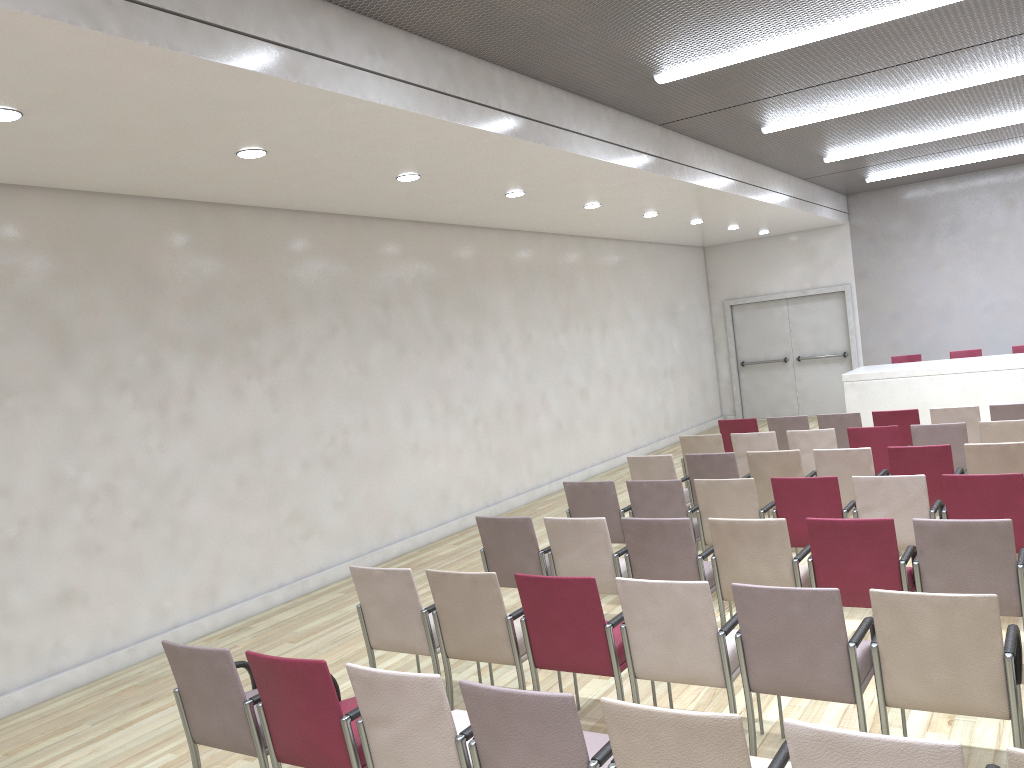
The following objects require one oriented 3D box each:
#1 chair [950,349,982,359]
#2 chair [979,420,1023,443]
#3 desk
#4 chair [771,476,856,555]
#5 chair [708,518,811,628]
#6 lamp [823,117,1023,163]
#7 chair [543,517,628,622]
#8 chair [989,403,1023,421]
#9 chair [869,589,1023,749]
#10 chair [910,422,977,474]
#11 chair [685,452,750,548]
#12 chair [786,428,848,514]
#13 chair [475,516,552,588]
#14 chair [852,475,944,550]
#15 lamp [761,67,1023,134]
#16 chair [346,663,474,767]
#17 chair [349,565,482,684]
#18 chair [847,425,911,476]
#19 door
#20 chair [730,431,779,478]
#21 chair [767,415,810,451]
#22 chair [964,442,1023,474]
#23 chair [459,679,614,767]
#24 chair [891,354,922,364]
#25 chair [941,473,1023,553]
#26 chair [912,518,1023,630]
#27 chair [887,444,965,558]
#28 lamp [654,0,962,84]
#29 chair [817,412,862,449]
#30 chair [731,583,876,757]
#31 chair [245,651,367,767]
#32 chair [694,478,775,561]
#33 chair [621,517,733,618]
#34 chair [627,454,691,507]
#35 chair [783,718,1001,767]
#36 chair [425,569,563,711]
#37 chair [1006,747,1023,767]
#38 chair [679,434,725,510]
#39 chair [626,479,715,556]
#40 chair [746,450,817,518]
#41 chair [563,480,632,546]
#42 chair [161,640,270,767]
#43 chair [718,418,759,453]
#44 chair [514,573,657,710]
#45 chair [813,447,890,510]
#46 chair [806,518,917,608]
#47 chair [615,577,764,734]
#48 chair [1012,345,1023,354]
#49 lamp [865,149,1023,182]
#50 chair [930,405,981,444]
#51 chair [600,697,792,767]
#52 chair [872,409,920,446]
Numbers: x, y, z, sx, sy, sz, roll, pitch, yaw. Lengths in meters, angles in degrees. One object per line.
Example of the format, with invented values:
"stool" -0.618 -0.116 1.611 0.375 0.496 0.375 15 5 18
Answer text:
"chair" 6.971 -0.058 13.600 0.513 0.890 0.640 -5 3 32
"chair" 4.409 0.719 7.775 0.513 0.890 0.640 -5 3 32
"desk" 6.735 0.169 12.462 3.652 1.042 1.456 -5 3 33
"chair" 2.186 1.044 6.298 0.513 0.890 0.640 -5 3 32
"chair" 1.522 1.167 5.247 0.513 0.890 0.640 -5 3 33
"lamp" 5.588 -3.118 11.009 3.304 0.045 0.198 -5 3 33
"chair" 0.596 1.251 5.844 0.513 0.890 0.640 -5 3 33
"chair" 5.056 0.599 8.800 0.513 0.890 0.640 -5 3 33
"chair" 1.797 1.202 3.637 0.513 0.890 0.640 -5 3 32
"chair" 3.949 0.761 8.058 0.513 0.890 0.640 -5 3 33
"chair" 1.907 1.009 7.915 0.513 0.890 0.640 -5 3 32
"chair" 3.026 0.845 8.665 0.513 0.890 0.640 -5 3 32
"chair" 0.147 1.291 6.151 0.513 0.890 0.640 -5 3 33
"chair" 2.636 1.003 5.999 0.513 0.890 0.640 -5 3 33
"lamp" 4.095 -2.842 8.649 3.304 0.045 0.198 -5 3 33
"chair" -0.234 1.448 3.489 0.513 0.890 0.640 -5 3 33
"chair" -0.518 1.413 5.115 0.513 0.890 0.640 -5 3 33
"chair" 3.498 0.802 8.366 0.513 0.890 0.640 -5 3 33
"door" 5.337 -0.537 16.886 2.373 2.400 0.200 -5 3 33
"chair" 2.563 0.887 8.949 0.513 0.890 0.640 -5 3 33
"chair" 3.219 0.766 9.985 0.513 0.890 0.640 -5 3 33
"chair" 3.752 0.840 6.739 0.513 0.890 0.640 -5 3 32
"chair" 0.211 1.409 3.182 0.513 0.890 0.640 -5 3 33
"chair" 6.251 0.007 14.063 0.513 0.890 0.640 -5 3 32
"chair" 3.088 0.963 5.699 0.513 0.890 0.640 -5 3 33
"chair" 2.439 1.083 4.674 0.513 0.890 0.640 -5 3 33
"chair" 3.297 0.882 7.019 0.513 0.890 0.640 -5 3 32
"lamp" 2.562 -2.558 6.226 3.304 0.045 0.198 -5 3 33
"chair" 3.681 0.724 9.702 0.513 0.890 0.640 -5 3 33
"chair" 1.330 1.245 3.925 0.513 0.890 0.640 -5 3 33
"chair" -0.702 1.491 3.786 0.513 0.890 0.640 -5 3 32
"chair" 1.713 1.087 6.591 0.513 0.890 0.640 -5 3 33
"chair" 1.058 1.209 5.549 0.513 0.890 0.640 -5 3 33
"chair" 1.439 1.051 8.214 0.513 0.890 0.640 -5 3 33
"chair" 1.147 1.323 2.595 0.513 0.890 0.640 -5 3 34
"chair" -0.063 1.372 4.820 0.513 0.890 0.640 -5 3 33
"chair" 1.600 1.282 2.305 0.513 0.890 0.640 -5 3 33
"chair" 2.107 0.928 9.255 0.513 0.890 0.640 -5 3 32
"chair" 1.258 1.129 6.883 0.513 0.890 0.640 -5 3 32
"chair" 2.367 0.966 7.632 0.513 0.890 0.640 -5 3 32
"chair" 0.796 1.171 7.187 0.513 0.890 0.640 -5 3 32
"chair" -1.162 1.533 4.081 0.513 0.890 0.640 -5 3 33
"chair" 2.748 0.809 10.287 0.513 0.890 0.640 -5 3 33
"chair" 0.404 1.330 4.518 0.513 0.890 0.640 -5 3 32
"chair" 2.831 0.925 7.320 0.513 0.890 0.640 -5 3 33
"chair" 1.989 1.123 4.970 0.513 0.890 0.640 -5 3 32
"chair" 0.867 1.287 4.234 0.513 0.890 0.640 -5 3 32
"chair" 7.691 -0.124 13.137 0.513 0.890 0.640 -5 3 32
"lamp" 7.105 -3.398 13.408 3.304 0.045 0.198 -5 3 33
"chair" 4.611 0.639 9.097 0.513 0.890 0.640 -5 3 33
"chair" 0.666 1.367 2.894 0.513 0.890 0.640 -5 3 32
"chair" 4.143 0.682 9.394 0.513 0.890 0.640 -5 3 32
